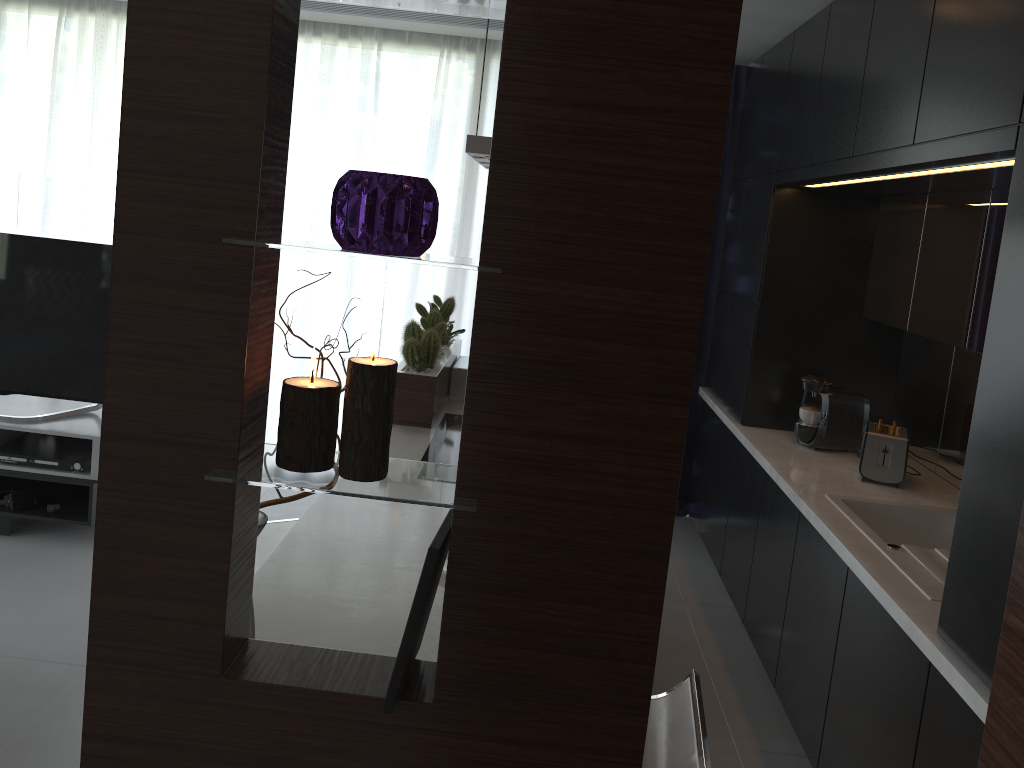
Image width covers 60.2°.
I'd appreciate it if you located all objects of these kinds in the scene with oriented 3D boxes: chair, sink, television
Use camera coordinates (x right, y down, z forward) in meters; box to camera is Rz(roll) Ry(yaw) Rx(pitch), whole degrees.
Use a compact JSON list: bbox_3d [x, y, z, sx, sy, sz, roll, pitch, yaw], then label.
[{"bbox_3d":[-0.646,0.717,2.498,0.463,0.702,0.401,3,8,-26],"label":"chair"},{"bbox_3d":[1.324,0.461,2.640,0.503,0.487,0.863,6,10,1],"label":"sink"},{"bbox_3d":[-2.216,-0.271,3.891,1.230,0.779,0.300,7,7,2],"label":"television"},{"bbox_3d":[0.082,0.943,1.656,0.464,0.733,0.400,7,7,7],"label":"chair"}]

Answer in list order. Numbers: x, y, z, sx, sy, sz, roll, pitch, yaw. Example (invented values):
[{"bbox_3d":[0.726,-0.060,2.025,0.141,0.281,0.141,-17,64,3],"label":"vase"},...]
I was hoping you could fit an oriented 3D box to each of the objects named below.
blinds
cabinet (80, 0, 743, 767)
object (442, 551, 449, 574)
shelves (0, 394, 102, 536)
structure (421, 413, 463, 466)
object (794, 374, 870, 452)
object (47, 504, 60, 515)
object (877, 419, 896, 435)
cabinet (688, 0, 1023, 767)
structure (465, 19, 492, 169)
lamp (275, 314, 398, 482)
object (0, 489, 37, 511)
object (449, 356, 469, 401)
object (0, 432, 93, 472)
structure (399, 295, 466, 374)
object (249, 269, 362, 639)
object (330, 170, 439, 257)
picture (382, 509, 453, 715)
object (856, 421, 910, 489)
[{"bbox_3d":[-1.999,-0.335,1.784,5.803,2.743,7.218,7,10,5],"label":"blinds"},{"bbox_3d":[-0.094,-0.197,2.728,0.786,2.523,3.374,6,9,1],"label":"cabinet"},{"bbox_3d":[-0.105,0.400,2.105,0.181,0.085,0.184,2,11,-22],"label":"object"},{"bbox_3d":[-2.736,0.269,4.173,2.349,0.494,0.883,7,10,2],"label":"shelves"},{"bbox_3d":[-0.042,0.233,3.279,0.504,0.056,0.773,6,11,1],"label":"structure"},{"bbox_3d":[1.357,0.121,3.795,0.269,0.309,0.217,4,8,-14],"label":"object"},{"bbox_3d":[-1.957,0.534,3.774,0.044,0.043,0.044,7,8,2],"label":"object"},{"bbox_3d":[0.706,0.266,2.887,1.876,0.219,0.141,-1,10,-33],"label":"object"},{"bbox_3d":[1.398,-0.126,3.205,0.705,2.525,3.520,6,9,1],"label":"cabinet"},{"bbox_3d":[0.122,-1.228,3.475,0.446,0.751,1.056,6,9,1],"label":"structure"},{"bbox_3d":[-0.225,0.010,1.147,0.154,0.208,0.078,8,7,13],"label":"lamp"},{"bbox_3d":[-2.164,0.483,3.837,0.185,0.078,0.117,12,11,31],"label":"object"},{"bbox_3d":[-0.160,-0.023,4.112,0.222,0.143,0.348,6,10,1],"label":"object"},{"bbox_3d":[-2.002,0.300,3.877,0.430,0.052,0.339,7,11,1],"label":"object"},{"bbox_3d":[-0.350,-0.253,3.879,0.223,0.283,1.012,7,10,4],"label":"structure"},{"bbox_3d":[-0.442,0.170,1.405,0.387,0.727,0.200,4,7,-17],"label":"object"},{"bbox_3d":[-0.159,-0.213,1.105,0.136,0.096,0.133,14,12,41],"label":"object"},{"bbox_3d":[-0.116,0.288,1.170,0.051,0.219,0.177,7,8,5],"label":"picture"},{"bbox_3d":[1.419,0.264,3.389,0.177,0.193,0.262,10,10,21],"label":"object"}]
